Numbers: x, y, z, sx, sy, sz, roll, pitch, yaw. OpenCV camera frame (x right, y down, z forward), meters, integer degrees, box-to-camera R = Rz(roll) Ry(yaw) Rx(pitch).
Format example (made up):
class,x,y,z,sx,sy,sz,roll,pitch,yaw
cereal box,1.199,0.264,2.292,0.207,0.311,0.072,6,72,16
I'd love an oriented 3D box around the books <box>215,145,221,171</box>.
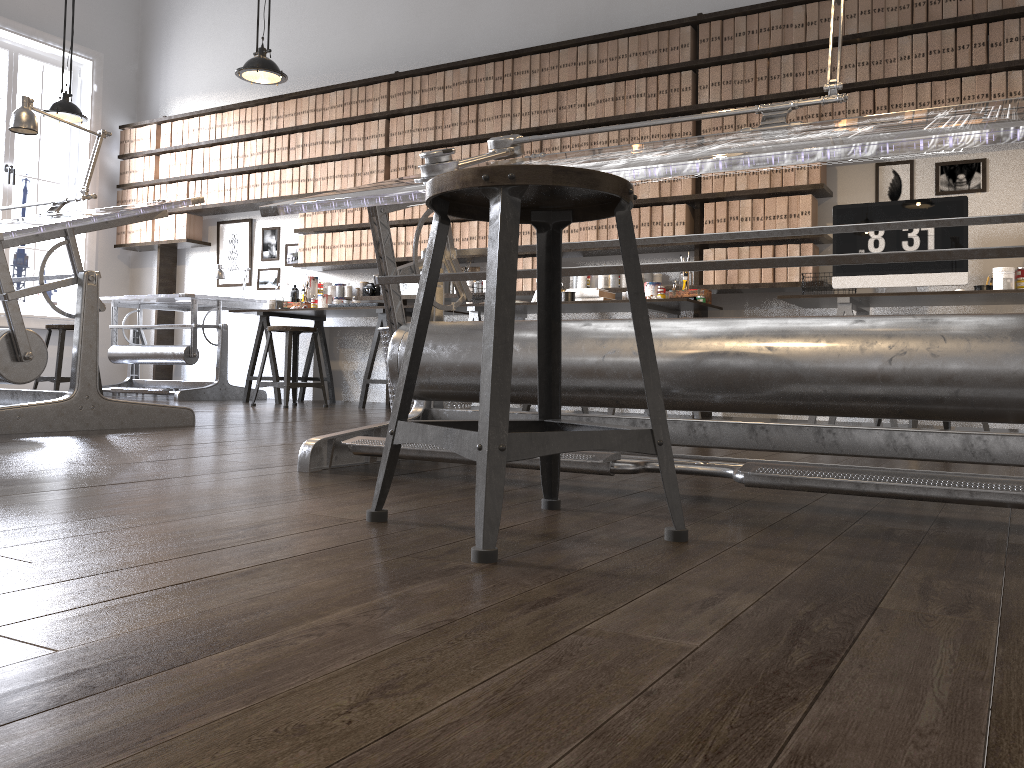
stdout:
class,x,y,z,sx,sy,sz,roll,pitch,yaw
books,-2.427,-1.889,7.504,0.067,0.226,0.174,0,-2,30

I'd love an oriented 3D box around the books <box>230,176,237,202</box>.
class,x,y,z,sx,sy,sz,roll,pitch,yaw
books,-2.261,-1.609,7.398,0.067,0.226,0.174,0,-2,30

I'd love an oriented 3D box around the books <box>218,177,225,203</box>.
class,x,y,z,sx,sy,sz,roll,pitch,yaw
books,-2.381,-1.612,7.462,0.067,0.226,0.174,0,-2,30

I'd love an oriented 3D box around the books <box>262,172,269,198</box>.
class,x,y,z,sx,sy,sz,roll,pitch,yaw
books,-1.951,-1.601,7.221,0.067,0.226,0.174,0,-2,30

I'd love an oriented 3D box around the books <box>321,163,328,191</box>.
class,x,y,z,sx,sy,sz,roll,pitch,yaw
books,-1.405,-1.594,6.905,0.067,0.226,0.174,0,-2,30

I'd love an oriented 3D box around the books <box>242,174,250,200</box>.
class,x,y,z,sx,sy,sz,roll,pitch,yaw
books,-2.142,-1.606,7.325,0.067,0.226,0.174,0,-2,30

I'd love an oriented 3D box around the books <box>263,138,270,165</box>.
class,x,y,z,sx,sy,sz,roll,pitch,yaw
books,-1.945,-1.876,7.225,0.067,0.226,0.174,0,-2,30

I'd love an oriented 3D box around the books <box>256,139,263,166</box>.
class,x,y,z,sx,sy,sz,roll,pitch,yaw
books,-2.008,-1.878,7.262,0.067,0.226,0.174,0,-2,30

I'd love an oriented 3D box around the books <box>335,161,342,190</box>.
class,x,y,z,sx,sy,sz,roll,pitch,yaw
books,-1.282,-1.590,6.832,0.067,0.226,0.174,0,-2,30

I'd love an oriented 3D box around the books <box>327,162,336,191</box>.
class,x,y,z,sx,sy,sz,roll,pitch,yaw
books,-1.346,-1.592,6.867,0.067,0.226,0.174,0,-2,30

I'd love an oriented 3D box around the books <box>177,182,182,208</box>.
class,x,y,z,sx,sy,sz,roll,pitch,yaw
books,-2.826,-1.631,7.724,0.067,0.226,0.174,0,-2,30

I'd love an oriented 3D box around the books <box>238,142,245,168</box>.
class,x,y,z,sx,sy,sz,roll,pitch,yaw
books,-2.189,-1.883,7.372,0.067,0.226,0.174,0,-2,30

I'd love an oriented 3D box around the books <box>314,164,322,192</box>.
class,x,y,z,sx,sy,sz,roll,pitch,yaw
books,-1.465,-1.595,6.942,0.067,0.226,0.174,0,-2,30

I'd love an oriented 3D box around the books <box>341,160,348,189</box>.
class,x,y,z,sx,sy,sz,roll,pitch,yaw
books,-1.227,-1.589,6.802,0.067,0.226,0.174,0,-2,30

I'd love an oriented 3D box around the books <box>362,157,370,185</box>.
class,x,y,z,sx,sy,sz,roll,pitch,yaw
books,-1.049,-1.584,6.701,0.067,0.226,0.174,0,-2,30

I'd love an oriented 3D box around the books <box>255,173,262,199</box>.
class,x,y,z,sx,sy,sz,roll,pitch,yaw
books,-2.015,-1.603,7.253,0.067,0.226,0.174,0,-2,30

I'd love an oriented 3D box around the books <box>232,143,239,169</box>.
class,x,y,z,sx,sy,sz,roll,pitch,yaw
books,-2.251,-1.884,7.404,0.067,0.226,0.174,0,-2,30

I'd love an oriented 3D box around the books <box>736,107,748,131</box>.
class,x,y,z,sx,sy,sz,roll,pitch,yaw
books,1.393,-1.519,5.288,0.067,0.226,0.174,0,-2,30

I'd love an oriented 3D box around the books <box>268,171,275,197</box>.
class,x,y,z,sx,sy,sz,roll,pitch,yaw
books,-1.890,-1.599,7.186,0.067,0.226,0.174,0,-2,30

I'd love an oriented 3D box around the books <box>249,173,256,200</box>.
class,x,y,z,sx,sy,sz,roll,pitch,yaw
books,-2.074,-1.604,7.293,0.067,0.226,0.174,0,-2,30

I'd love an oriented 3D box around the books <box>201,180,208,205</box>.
class,x,y,z,sx,sy,sz,roll,pitch,yaw
books,-2.562,-1.617,7.572,0.067,0.226,0.174,0,-2,30

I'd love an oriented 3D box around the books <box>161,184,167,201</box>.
class,x,y,z,sx,sy,sz,roll,pitch,yaw
books,-3.012,-1.636,7.830,0.067,0.226,0.174,0,-2,30

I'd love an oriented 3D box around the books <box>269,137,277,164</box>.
class,x,y,z,sx,sy,sz,roll,pitch,yaw
books,-1.888,-1.875,7.198,0.067,0.226,0.174,0,-2,30

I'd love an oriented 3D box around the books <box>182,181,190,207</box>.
class,x,y,z,sx,sy,sz,roll,pitch,yaw
books,-2.773,-1.630,7.689,0.067,0.226,0.174,0,-2,30

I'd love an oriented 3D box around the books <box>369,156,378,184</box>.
class,x,y,z,sx,sy,sz,roll,pitch,yaw
books,-0.990,-1.583,6.662,0.067,0.226,0.174,0,-2,30

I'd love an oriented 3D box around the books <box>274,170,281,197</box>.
class,x,y,z,sx,sy,sz,roll,pitch,yaw
books,-1.834,-1.598,7.147,0.067,0.226,0.174,0,-2,30

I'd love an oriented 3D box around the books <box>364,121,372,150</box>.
class,x,y,z,sx,sy,sz,roll,pitch,yaw
books,-1.036,-1.852,6.706,0.067,0.226,0.174,0,-2,30

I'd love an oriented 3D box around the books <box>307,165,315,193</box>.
class,x,y,z,sx,sy,sz,roll,pitch,yaw
books,-1.527,-1.597,6.973,0.067,0.226,0.174,0,-2,30

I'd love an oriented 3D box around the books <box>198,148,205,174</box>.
class,x,y,z,sx,sy,sz,roll,pitch,yaw
books,-2.607,-1.894,7.610,0.067,0.226,0.174,0,-2,30

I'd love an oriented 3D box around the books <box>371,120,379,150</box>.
class,x,y,z,sx,sy,sz,roll,pitch,yaw
books,-0.982,-1.851,6.674,0.067,0.226,0.174,0,-2,30

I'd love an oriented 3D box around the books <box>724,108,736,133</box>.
class,x,y,z,sx,sy,sz,roll,pitch,yaw
books,1.329,-1.521,5.322,0.067,0.226,0.174,0,-2,30

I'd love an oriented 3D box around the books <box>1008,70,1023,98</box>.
class,x,y,z,sx,sy,sz,roll,pitch,yaw
books,2.607,-1.487,4.588,0.067,0.226,0.174,0,-2,30

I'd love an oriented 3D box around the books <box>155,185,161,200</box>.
class,x,y,z,sx,sy,sz,roll,pitch,yaw
books,-3.076,-1.638,7.864,0.067,0.226,0.174,0,-2,30

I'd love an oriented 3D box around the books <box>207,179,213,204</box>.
class,x,y,z,sx,sy,sz,roll,pitch,yaw
books,-2.500,-1.615,7.539,0.067,0.226,0.174,0,-2,30

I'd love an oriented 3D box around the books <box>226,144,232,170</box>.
class,x,y,z,sx,sy,sz,roll,pitch,yaw
books,-2.313,-1.886,7.442,0.067,0.226,0.174,0,-2,30

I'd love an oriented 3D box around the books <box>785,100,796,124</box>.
class,x,y,z,sx,sy,sz,roll,pitch,yaw
books,1.638,-1.513,5.147,0.067,0.226,0.174,0,-2,30

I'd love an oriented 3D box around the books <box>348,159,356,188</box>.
class,x,y,z,sx,sy,sz,roll,pitch,yaw
books,-1.172,-1.587,6.765,0.067,0.226,0.174,0,-2,30

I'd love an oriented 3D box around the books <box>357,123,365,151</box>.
class,x,y,z,sx,sy,sz,roll,pitch,yaw
books,-1.096,-1.854,6.736,0.067,0.226,0.174,0,-2,30

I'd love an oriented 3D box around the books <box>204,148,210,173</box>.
class,x,y,z,sx,sy,sz,roll,pitch,yaw
books,-2.544,-1.892,7.578,0.067,0.226,0.174,0,-2,30

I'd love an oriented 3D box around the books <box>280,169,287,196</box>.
class,x,y,z,sx,sy,sz,roll,pitch,yaw
books,-1.774,-1.596,7.118,0.067,0.226,0.174,0,-2,30

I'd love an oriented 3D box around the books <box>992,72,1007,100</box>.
class,x,y,z,sx,sy,sz,roll,pitch,yaw
books,2.543,-1.489,4.621,0.067,0.226,0.174,0,-2,30

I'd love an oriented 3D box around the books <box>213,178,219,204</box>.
class,x,y,z,sx,sy,sz,roll,pitch,yaw
books,-2.442,-1.614,7.501,0.067,0.226,0.174,0,-2,30

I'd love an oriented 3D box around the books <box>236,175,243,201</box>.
class,x,y,z,sx,sy,sz,roll,pitch,yaw
books,-2.203,-1.608,7.367,0.067,0.226,0.174,0,-2,30

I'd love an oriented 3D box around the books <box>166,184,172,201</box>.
class,x,y,z,sx,sy,sz,roll,pitch,yaw
books,-2.950,-1.634,7.799,0.067,0.226,0.174,0,-2,30

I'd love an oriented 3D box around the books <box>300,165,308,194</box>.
class,x,y,z,sx,sy,sz,roll,pitch,yaw
books,-1.591,-1.598,7.007,0.067,0.226,0.174,0,-2,30

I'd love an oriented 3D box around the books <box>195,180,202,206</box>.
class,x,y,z,sx,sy,sz,roll,pitch,yaw
books,-2.624,-1.619,7.604,0.067,0.226,0.174,0,-2,30

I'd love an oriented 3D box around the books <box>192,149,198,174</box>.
class,x,y,z,sx,sy,sz,roll,pitch,yaw
books,-2.667,-1.895,7.650,0.067,0.226,0.174,0,-2,30

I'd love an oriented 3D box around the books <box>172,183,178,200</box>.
class,x,y,z,sx,sy,sz,roll,pitch,yaw
books,-2.890,-1.633,7.762,0.067,0.226,0.174,0,-2,30

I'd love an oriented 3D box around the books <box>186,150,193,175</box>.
class,x,y,z,sx,sy,sz,roll,pitch,yaw
books,-2.734,-1.897,7.682,0.067,0.226,0.174,0,-2,30

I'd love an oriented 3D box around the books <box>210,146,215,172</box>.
class,x,y,z,sx,sy,sz,roll,pitch,yaw
books,-2.483,-1.890,7.543,0.067,0.226,0.174,0,-2,30

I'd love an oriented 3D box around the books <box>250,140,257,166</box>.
class,x,y,z,sx,sy,sz,roll,pitch,yaw
books,-2.069,-1.879,7.301,0.067,0.226,0.174,0,-2,30

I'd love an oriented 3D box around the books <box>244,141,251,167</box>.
class,x,y,z,sx,sy,sz,roll,pitch,yaw
books,-2.127,-1.881,7.339,0.067,0.226,0.174,0,-2,30

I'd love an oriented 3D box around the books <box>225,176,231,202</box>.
class,x,y,z,sx,sy,sz,roll,pitch,yaw
books,-2.318,-1.610,7.425,0.067,0.226,0.174,0,-2,30

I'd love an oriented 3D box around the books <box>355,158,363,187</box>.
class,x,y,z,sx,sy,sz,roll,pitch,yaw
books,-1.110,-1.586,6.736,0.067,0.226,0.174,0,-2,30

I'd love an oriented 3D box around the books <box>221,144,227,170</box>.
class,x,y,z,sx,sy,sz,roll,pitch,yaw
books,-2.367,-1.887,7.475,0.067,0.226,0.174,0,-2,30
